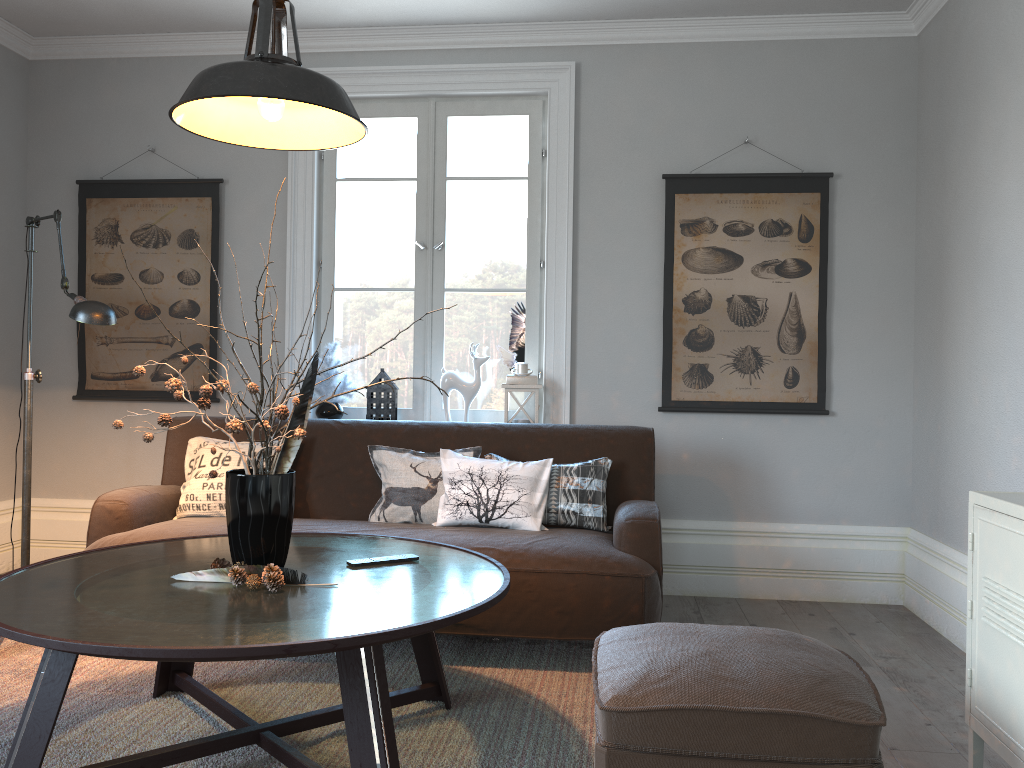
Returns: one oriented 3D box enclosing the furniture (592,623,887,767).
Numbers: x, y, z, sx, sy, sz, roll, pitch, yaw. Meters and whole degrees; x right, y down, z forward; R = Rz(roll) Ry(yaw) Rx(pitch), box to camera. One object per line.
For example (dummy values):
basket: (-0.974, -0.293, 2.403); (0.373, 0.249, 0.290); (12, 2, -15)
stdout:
furniture: (0.464, 0.784, 1.936); (0.583, 0.440, 0.574); (1, 0, 7)

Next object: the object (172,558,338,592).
object: (-0.648, 0.473, 2.229); (0.404, 0.067, 0.153); (1, 0, 24)

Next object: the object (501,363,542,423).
object: (0.046, 0.058, 4.255); (0.193, 0.322, 0.193); (1, 0, 0)

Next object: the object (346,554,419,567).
object: (-0.365, 0.498, 2.513); (0.207, 0.011, 0.051); (1, 0, -33)

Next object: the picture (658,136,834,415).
picture: (1.104, -0.517, 4.206); (0.793, 1.313, 0.057); (1, 0, 7)

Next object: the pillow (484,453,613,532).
pillow: (0.135, 0.433, 3.574); (0.542, 0.288, 0.183); (1, 0, 8)

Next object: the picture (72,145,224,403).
picture: (-1.864, -0.567, 4.547); (0.793, 1.313, 0.057); (1, 0, 7)

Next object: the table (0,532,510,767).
table: (-0.658, 0.748, 2.320); (1.300, 0.503, 1.300); (1, 0, 0)

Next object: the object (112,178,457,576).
object: (-0.548, -0.030, 2.247); (0.853, 1.066, 0.525); (1, 0, -23)

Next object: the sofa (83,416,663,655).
sofa: (-0.508, 0.575, 3.542); (2.165, 0.824, 0.968); (1, 0, 7)

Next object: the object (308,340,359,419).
object: (-0.906, -0.010, 4.379); (0.263, 0.424, 0.247); (1, 0, 42)

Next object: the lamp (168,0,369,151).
lamp: (-0.622, -1.213, 2.326); (0.504, 1.076, 0.504); (1, 0, -36)

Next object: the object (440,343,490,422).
object: (-0.225, 0.009, 4.228); (0.239, 0.410, 0.128); (1, 0, 3)

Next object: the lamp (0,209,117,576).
lamp: (-1.978, 0.149, 3.748); (1.864, 1.644, 0.797); (1, 0, 44)

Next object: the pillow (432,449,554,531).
pillow: (-0.077, 0.417, 3.486); (0.471, 0.309, 0.188); (1, 0, 7)

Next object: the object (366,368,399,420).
object: (-0.636, 0.066, 4.355); (0.155, 0.284, 0.155); (1, 0, -3)

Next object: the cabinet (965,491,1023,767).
cabinet: (1.225, 0.643, 1.584); (0.408, 0.757, 1.152); (1, 0, 7)

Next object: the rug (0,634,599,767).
rug: (-0.628, 0.944, 2.352); (2.819, 0.090, 2.400); (1, 0, 7)

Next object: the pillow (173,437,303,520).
pillow: (-1.156, 0.395, 3.726); (0.519, 0.368, 0.240); (1, 0, 7)

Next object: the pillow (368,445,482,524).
pillow: (-0.359, 0.422, 3.594); (0.472, 0.348, 0.159); (1, 0, 4)
